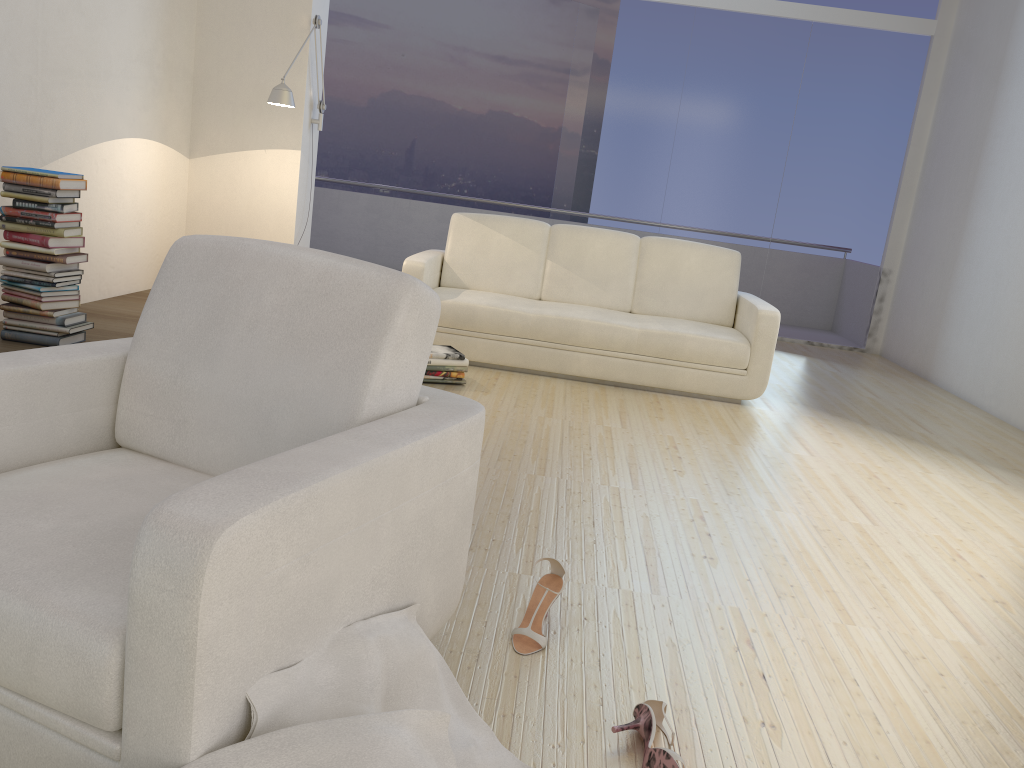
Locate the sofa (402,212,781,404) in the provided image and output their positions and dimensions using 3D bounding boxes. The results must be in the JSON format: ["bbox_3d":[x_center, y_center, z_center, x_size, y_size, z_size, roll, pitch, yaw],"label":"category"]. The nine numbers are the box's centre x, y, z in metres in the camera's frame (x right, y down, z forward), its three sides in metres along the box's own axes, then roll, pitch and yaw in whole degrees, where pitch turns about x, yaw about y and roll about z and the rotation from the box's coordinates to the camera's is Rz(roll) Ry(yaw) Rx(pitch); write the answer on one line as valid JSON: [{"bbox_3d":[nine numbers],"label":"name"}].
[{"bbox_3d":[0.462,-0.522,5.473,2.166,0.862,0.941,8,12,3],"label":"sofa"}]

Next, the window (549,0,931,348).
[{"bbox_3d":[1.896,-1.853,7.871,2.988,2.706,0.012,8,12,3],"label":"window"}]

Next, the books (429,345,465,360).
[{"bbox_3d":[-0.422,-0.171,4.667,0.287,0.025,0.247,2,14,-23],"label":"books"}]

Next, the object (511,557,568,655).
[{"bbox_3d":[0.068,0.528,2.151,0.089,0.149,0.265,11,13,15],"label":"object"}]

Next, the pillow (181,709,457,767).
[{"bbox_3d":[-0.316,0.658,1.152,0.712,0.287,0.299,-1,15,-34],"label":"pillow"}]

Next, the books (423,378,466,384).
[{"bbox_3d":[-0.434,-0.044,4.697,0.328,0.018,0.247,3,13,-21],"label":"books"}]

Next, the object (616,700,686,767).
[{"bbox_3d":[0.260,0.691,1.706,0.121,0.091,0.287,8,12,1],"label":"object"}]

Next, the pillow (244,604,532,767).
[{"bbox_3d":[-0.213,0.579,1.414,0.312,0.315,0.615,15,14,29],"label":"pillow"}]

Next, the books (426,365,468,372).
[{"bbox_3d":[-0.425,-0.109,4.683,0.328,0.027,0.247,3,13,-21],"label":"books"}]

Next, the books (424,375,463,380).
[{"bbox_3d":[-0.437,-0.062,4.691,0.287,0.018,0.247,2,14,-23],"label":"books"}]

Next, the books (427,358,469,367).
[{"bbox_3d":[-0.421,-0.141,4.676,0.319,0.038,0.247,2,14,-26],"label":"books"}]

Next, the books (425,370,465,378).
[{"bbox_3d":[-0.410,-0.081,4.693,0.287,0.025,0.247,5,13,-13],"label":"books"}]

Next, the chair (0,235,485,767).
[{"bbox_3d":[-0.630,0.144,1.723,0.919,0.828,0.941,13,13,22],"label":"chair"}]

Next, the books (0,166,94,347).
[{"bbox_3d":[-1.915,-0.523,3.651,0.329,0.694,0.270,8,12,3],"label":"books"}]

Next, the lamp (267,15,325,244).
[{"bbox_3d":[-1.343,-1.284,5.325,0.204,1.841,0.891,7,12,-2],"label":"lamp"}]
